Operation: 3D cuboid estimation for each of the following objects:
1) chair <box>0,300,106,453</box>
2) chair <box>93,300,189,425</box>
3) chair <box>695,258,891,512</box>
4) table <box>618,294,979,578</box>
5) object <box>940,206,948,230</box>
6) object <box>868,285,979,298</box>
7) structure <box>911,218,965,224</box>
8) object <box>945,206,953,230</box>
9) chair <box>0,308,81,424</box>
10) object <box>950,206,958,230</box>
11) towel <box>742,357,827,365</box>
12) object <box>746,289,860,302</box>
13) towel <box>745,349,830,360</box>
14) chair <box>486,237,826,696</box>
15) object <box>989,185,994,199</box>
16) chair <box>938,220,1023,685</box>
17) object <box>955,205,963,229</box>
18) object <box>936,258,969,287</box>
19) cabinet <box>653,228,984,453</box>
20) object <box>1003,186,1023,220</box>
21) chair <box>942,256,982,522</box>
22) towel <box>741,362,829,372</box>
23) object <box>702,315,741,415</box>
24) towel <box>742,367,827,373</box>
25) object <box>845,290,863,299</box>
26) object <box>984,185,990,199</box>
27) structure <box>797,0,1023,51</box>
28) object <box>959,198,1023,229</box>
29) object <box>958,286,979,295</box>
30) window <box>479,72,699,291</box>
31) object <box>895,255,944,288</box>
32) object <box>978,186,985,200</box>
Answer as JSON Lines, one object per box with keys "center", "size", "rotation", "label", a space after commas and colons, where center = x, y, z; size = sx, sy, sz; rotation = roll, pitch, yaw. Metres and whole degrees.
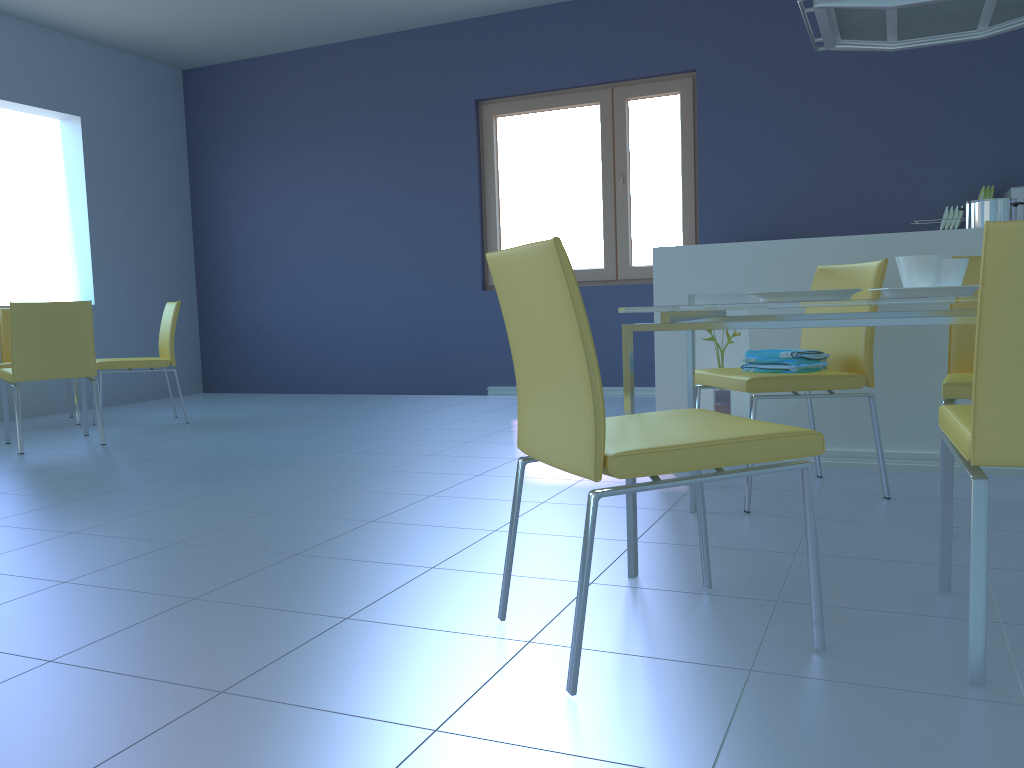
{"center": [-2.260, -0.052, 4.340], "size": [0.387, 0.695, 0.484], "rotation": [-6, 6, -35], "label": "chair"}
{"center": [-2.135, -0.118, 5.065], "size": [0.484, 0.699, 0.387], "rotation": [-5, 6, -30], "label": "chair"}
{"center": [0.839, -0.016, 2.692], "size": [0.484, 0.695, 0.387], "rotation": [-3, 5, -13], "label": "chair"}
{"center": [0.912, 0.101, 1.981], "size": [1.173, 0.590, 0.730], "rotation": [0, 5, 23], "label": "table"}
{"center": [2.301, -0.877, 4.724], "size": [0.039, 0.136, 0.140], "rotation": [0, 5, 19], "label": "object"}
{"center": [0.857, -0.193, 1.863], "size": [0.194, 0.020, 0.190], "rotation": [-2, 5, 5], "label": "object"}
{"center": [2.352, -0.761, 4.715], "size": [0.408, 0.225, 0.194], "rotation": [0, 5, 20], "label": "structure"}
{"center": [2.324, -0.877, 4.716], "size": [0.039, 0.136, 0.140], "rotation": [0, 5, 19], "label": "object"}
{"center": [-2.819, -0.113, 5.264], "size": [0.387, 0.695, 0.484], "rotation": [-5, 6, -30], "label": "chair"}
{"center": [2.346, -0.877, 4.707], "size": [0.039, 0.136, 0.140], "rotation": [0, 5, 19], "label": "object"}
{"center": [0.823, -0.073, 2.676], "size": [0.192, 0.027, 0.195], "rotation": [3, 7, 44], "label": "towel"}
{"center": [0.601, -0.182, 1.833], "size": [0.228, 0.020, 0.228], "rotation": [0, 5, 20], "label": "object"}
{"center": [0.825, -0.089, 2.673], "size": [0.195, 0.033, 0.190], "rotation": [-6, 7, -40], "label": "towel"}
{"center": [0.227, 0.103, 1.568], "size": [0.484, 0.695, 0.387], "rotation": [-4, 5, -18], "label": "chair"}
{"center": [2.493, -0.932, 4.648], "size": [0.053, 0.214, 0.220], "rotation": [0, 5, 20], "label": "object"}
{"center": [0.935, 0.088, 1.456], "size": [0.387, 0.695, 0.484], "rotation": [0, 5, 21], "label": "chair"}
{"center": [2.369, -0.877, 4.699], "size": [0.039, 0.136, 0.140], "rotation": [0, 5, 19], "label": "object"}
{"center": [1.017, -0.252, 2.092], "size": [0.111, 0.083, 0.091], "rotation": [-2, 5, 5], "label": "object"}
{"center": [1.798, -0.208, 3.965], "size": [2.139, 0.800, 2.200], "rotation": [0, 5, 23], "label": "cabinet"}
{"center": [2.820, -0.813, 4.430], "size": [0.611, 0.350, 0.367], "rotation": [0, 5, 23], "label": "object"}
{"center": [1.325, 0.002, 2.289], "size": [0.387, 0.695, 0.484], "rotation": [0, 6, 26], "label": "chair"}
{"center": [0.822, -0.058, 2.674], "size": [0.195, 0.024, 0.201], "rotation": [-6, 7, -41], "label": "towel"}
{"center": [0.771, -0.053, 3.275], "size": [0.067, 0.423, 0.229], "rotation": [-6, 6, -35], "label": "object"}
{"center": [0.823, -0.045, 2.681], "size": [0.201, 0.024, 0.195], "rotation": [3, 7, 43], "label": "towel"}
{"center": [0.770, -0.224, 2.245], "size": [0.228, 0.020, 0.228], "rotation": [0, 5, 20], "label": "object"}
{"center": [2.474, -0.932, 4.655], "size": [0.053, 0.214, 0.220], "rotation": [0, 5, 20], "label": "object"}
{"center": [1.493, -1.749, 3.089], "size": [0.895, 0.962, 0.695], "rotation": [0, 5, 23], "label": "structure"}
{"center": [1.638, -0.574, 3.035], "size": [0.170, 0.106, 0.157], "rotation": [-1, 5, 7], "label": "object"}
{"center": [1.017, -0.218, 2.081], "size": [0.194, 0.020, 0.190], "rotation": [-1, 5, 15], "label": "object"}
{"center": [0.473, -1.263, 5.707], "size": [1.475, 1.263, 0.142], "rotation": [0, 5, 23], "label": "window"}
{"center": [0.857, -0.225, 1.846], "size": [0.111, 0.083, 0.091], "rotation": [-2, 5, -4], "label": "object"}
{"center": [2.454, -0.932, 4.662], "size": [0.053, 0.214, 0.220], "rotation": [0, 5, 20], "label": "object"}
